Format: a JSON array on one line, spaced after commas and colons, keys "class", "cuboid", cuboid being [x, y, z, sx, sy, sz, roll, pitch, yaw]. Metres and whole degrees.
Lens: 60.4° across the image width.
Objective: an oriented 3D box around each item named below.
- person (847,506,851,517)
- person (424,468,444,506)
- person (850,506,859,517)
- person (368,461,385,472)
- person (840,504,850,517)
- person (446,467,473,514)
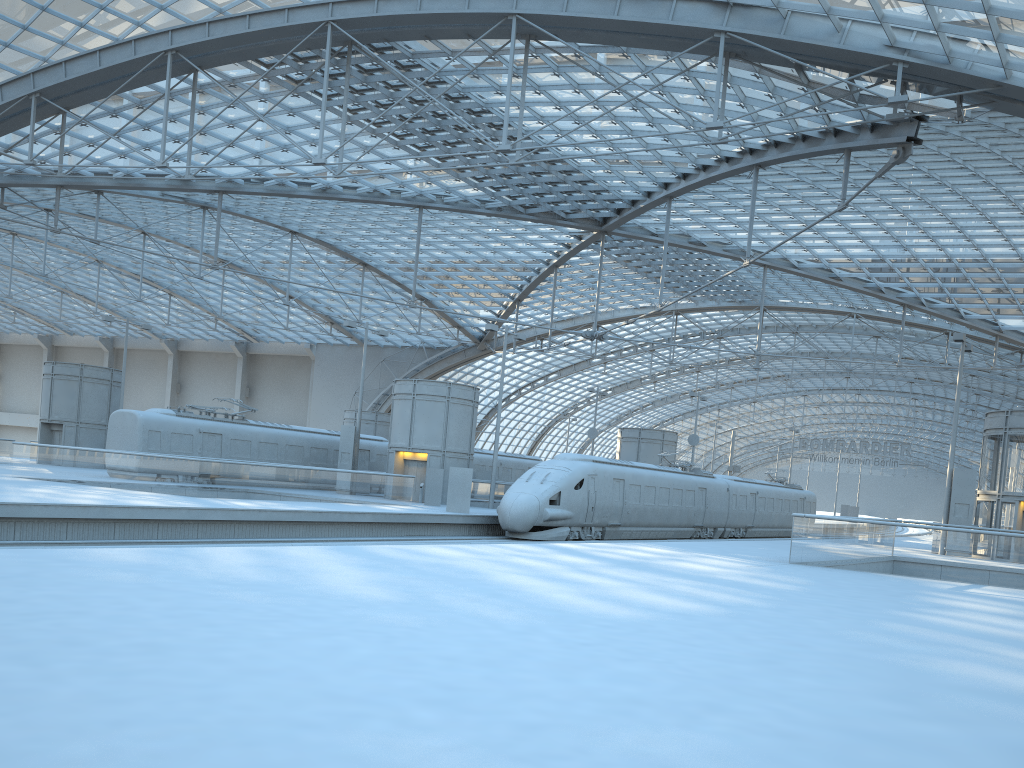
[{"class": "person", "cuboid": [35.620, 13.656, 92.002, 0.870, 1.712, 0.001, 5, 1, 33]}, {"class": "person", "cuboid": [-3.249, 4.326, 36.674, 0.708, 1.618, 0.001, 5, 1, 12]}, {"class": "person", "cuboid": [34.481, 13.193, 88.503, 0.822, 1.739, 0.001, 5, 1, 33]}, {"class": "person", "cuboid": [-7.018, 4.884, 45.252, 0.826, 1.739, 0.001, 5, 1, 7]}, {"class": "person", "cuboid": [36.452, 14.151, 96.499, 0.896, 1.806, 0.001, 5, 1, 28]}, {"class": "person", "cuboid": [-1.913, 3.928, 32.338, 0.874, 1.712, 0.001, 5, 1, 7]}]
